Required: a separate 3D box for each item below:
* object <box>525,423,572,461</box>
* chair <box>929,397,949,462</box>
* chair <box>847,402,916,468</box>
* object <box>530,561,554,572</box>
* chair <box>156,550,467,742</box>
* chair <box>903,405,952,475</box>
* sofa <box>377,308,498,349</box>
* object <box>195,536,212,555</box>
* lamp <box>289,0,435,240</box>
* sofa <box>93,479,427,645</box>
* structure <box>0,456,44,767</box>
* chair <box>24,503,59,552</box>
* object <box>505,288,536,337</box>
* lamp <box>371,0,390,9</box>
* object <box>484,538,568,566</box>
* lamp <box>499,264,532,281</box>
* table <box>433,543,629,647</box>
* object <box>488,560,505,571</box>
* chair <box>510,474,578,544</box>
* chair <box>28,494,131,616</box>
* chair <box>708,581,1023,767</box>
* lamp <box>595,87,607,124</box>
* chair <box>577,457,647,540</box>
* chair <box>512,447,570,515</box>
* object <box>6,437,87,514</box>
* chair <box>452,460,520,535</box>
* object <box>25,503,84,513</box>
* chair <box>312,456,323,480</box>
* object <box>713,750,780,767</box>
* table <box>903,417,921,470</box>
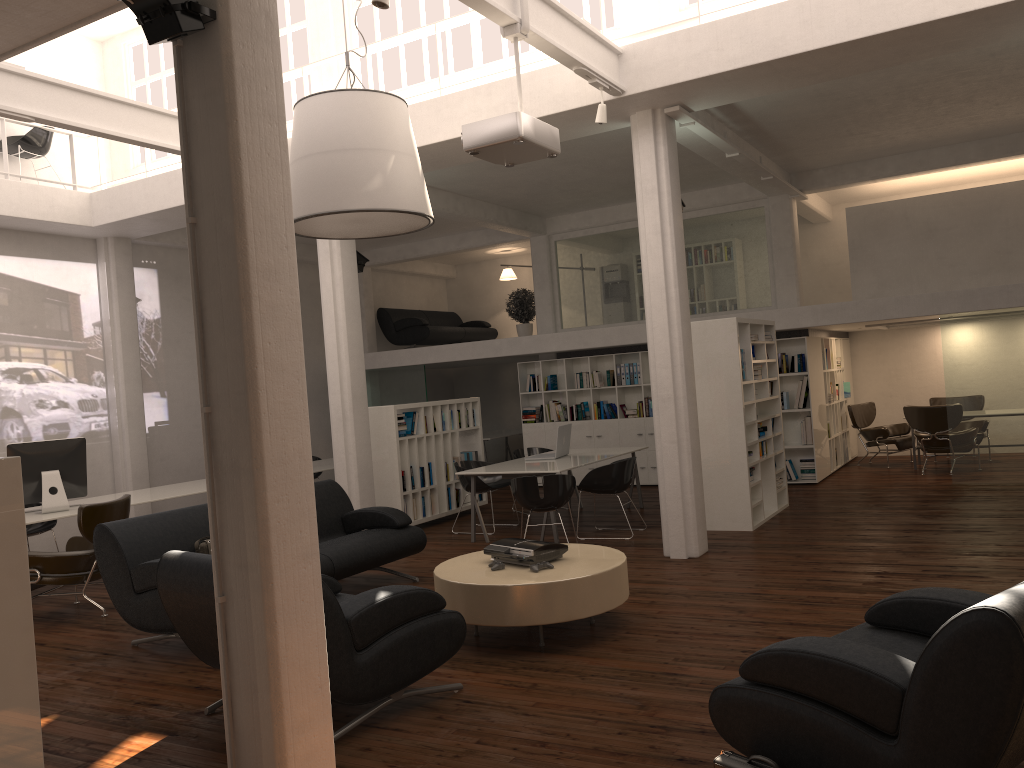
[{"bbox_3d":[0.546,0.858,13.196,0.557,0.470,0.702,-4,0,20],"label":"object"},{"bbox_3d":[8.478,0.834,16.800,0.994,1.183,0.991,-4,0,25],"label":"chair"},{"bbox_3d":[7.053,0.944,16.948,0.994,1.183,0.991,-4,0,-40],"label":"chair"},{"bbox_3d":[0.196,1.444,7.160,0.193,0.099,0.231,-4,0,-37],"label":"object"},{"bbox_3d":[-1.330,1.616,5.993,1.454,1.130,1.481,-4,0,41],"label":"chair"},{"bbox_3d":[7.388,0.917,15.218,0.994,1.183,0.991,-4,0,45],"label":"chair"},{"bbox_3d":[-1.746,-1.315,21.628,1.467,1.119,3.087,-4,0,30],"label":"sofa"},{"bbox_3d":[-2.738,1.606,8.451,0.331,0.352,0.586,-4,0,45],"label":"object"},{"bbox_3d":[-1.570,-3.594,8.216,1.386,4.284,1.386,-4,0,44],"label":"lamp"},{"bbox_3d":[-2.336,1.701,8.888,1.467,1.119,3.087,-4,0,30],"label":"sofa"},{"bbox_3d":[-4.759,1.486,2.871,3.131,1.914,4.752,-4,0,30],"label":"structure"},{"bbox_3d":[-6.537,2.086,11.792,0.757,1.004,0.795,-4,0,35],"label":"chair"},{"bbox_3d":[0.258,-1.486,18.875,0.793,1.127,0.770,-4,0,28],"label":"object"},{"bbox_3d":[-0.867,-2.651,5.822,0.136,0.357,0.117,-4,0,23],"label":"lamp"},{"bbox_3d":[0.116,1.417,7.531,0.471,0.163,0.558,-4,0,-40],"label":"object"},{"bbox_3d":[0.746,-2.746,20.892,2.635,0.513,0.447,-4,0,39],"label":"lamp"},{"bbox_3d":[0.171,1.783,7.477,1.616,0.570,1.616,-4,0,23],"label":"table"},{"bbox_3d":[-0.128,1.488,7.309,0.119,0.062,0.193,-4,0,-9],"label":"object"},{"bbox_3d":[0.392,1.551,10.595,0.795,1.004,0.757,-4,0,5],"label":"chair"},{"bbox_3d":[-4.627,1.839,9.452,0.991,1.183,0.994,-4,0,5],"label":"chair"},{"bbox_3d":[1.945,1.362,4.154,1.454,1.130,1.481,-4,0,-39],"label":"chair"},{"bbox_3d":[0.890,-2.784,8.900,0.136,0.357,0.117,-4,0,36],"label":"lamp"},{"bbox_3d":[1.294,1.482,11.682,0.757,1.004,0.795,-4,0,25],"label":"chair"},{"bbox_3d":[0.410,1.552,14.410,0.795,1.004,0.757,-4,0,-25],"label":"chair"},{"bbox_3d":[-5.700,1.135,10.921,0.886,0.888,0.347,-4,0,-40],"label":"object"},{"bbox_3d":[-0.426,1.615,12.868,0.757,1.004,0.795,-4,0,30],"label":"chair"},{"bbox_3d":[-5.893,1.578,11.263,0.804,0.032,0.217,-4,0,-40],"label":"object"},{"bbox_3d":[-3.958,1.891,16.819,0.795,1.004,0.757,-4,0,-15],"label":"chair"},{"bbox_3d":[1.080,1.808,3.857,0.271,0.376,0.618,-4,0,-44],"label":"object"},{"bbox_3d":[8.956,0.923,15.303,3.900,0.947,1.040,-4,0,30],"label":"table"}]
